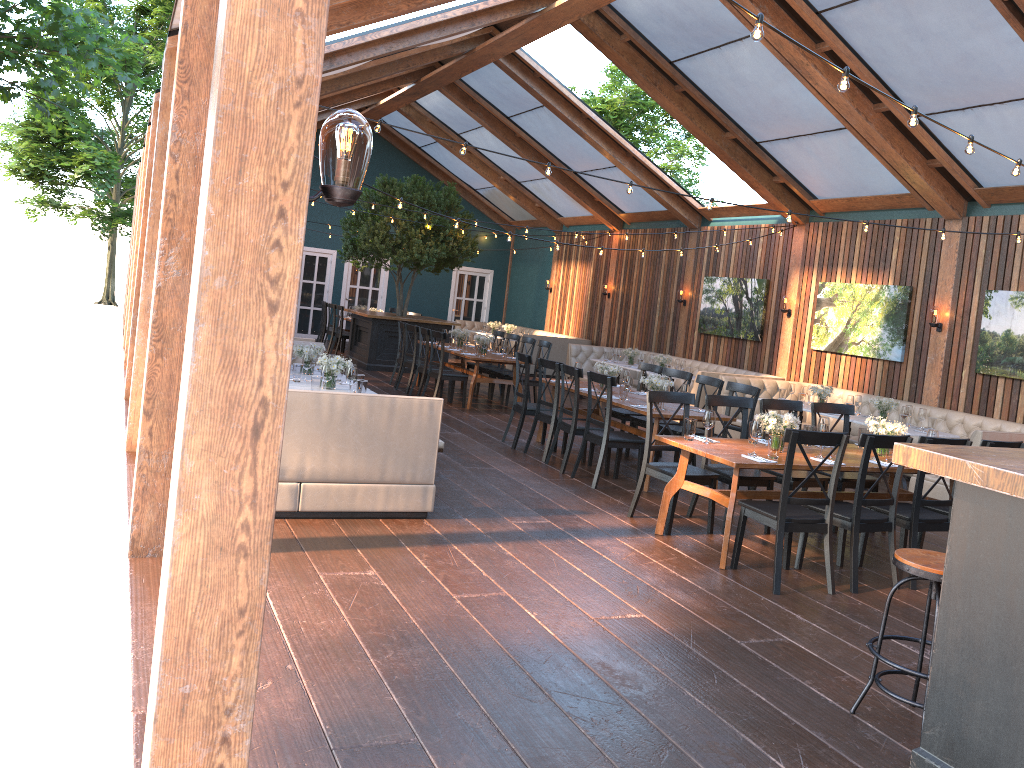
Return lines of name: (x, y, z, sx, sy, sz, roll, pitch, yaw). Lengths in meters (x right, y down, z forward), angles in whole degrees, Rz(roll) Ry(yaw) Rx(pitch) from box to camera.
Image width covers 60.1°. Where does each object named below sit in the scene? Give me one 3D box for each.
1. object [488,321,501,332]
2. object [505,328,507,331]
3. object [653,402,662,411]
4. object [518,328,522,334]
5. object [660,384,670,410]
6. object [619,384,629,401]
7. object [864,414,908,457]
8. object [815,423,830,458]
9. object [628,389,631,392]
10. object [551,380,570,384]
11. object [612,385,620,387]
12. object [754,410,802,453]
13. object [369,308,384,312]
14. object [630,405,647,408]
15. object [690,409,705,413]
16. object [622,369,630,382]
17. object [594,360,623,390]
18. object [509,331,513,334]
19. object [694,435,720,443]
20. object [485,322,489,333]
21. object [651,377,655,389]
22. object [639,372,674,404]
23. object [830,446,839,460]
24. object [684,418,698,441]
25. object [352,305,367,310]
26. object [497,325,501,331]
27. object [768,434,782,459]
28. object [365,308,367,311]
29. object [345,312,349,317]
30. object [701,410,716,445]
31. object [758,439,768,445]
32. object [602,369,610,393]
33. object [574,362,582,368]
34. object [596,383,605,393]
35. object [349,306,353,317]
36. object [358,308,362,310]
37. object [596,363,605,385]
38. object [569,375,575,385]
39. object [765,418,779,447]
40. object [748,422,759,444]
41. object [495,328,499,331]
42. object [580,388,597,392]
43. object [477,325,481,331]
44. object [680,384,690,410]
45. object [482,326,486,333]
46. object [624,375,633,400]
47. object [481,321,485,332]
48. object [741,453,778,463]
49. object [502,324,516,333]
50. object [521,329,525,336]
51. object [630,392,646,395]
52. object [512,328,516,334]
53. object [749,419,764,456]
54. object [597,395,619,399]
object: (-0.419, -1.325, 20.657, 0.330, 0.309, 0.336, 9, 5, 31)
object: (-0.121, -1.222, 20.296, 0.092, 0.244, 0.092, 8, 3, 24)
object: (1.354, 0.166, 8.223, 0.092, 0.158, 0.092, 7, 3, 2)
object: (0.182, -1.117, 19.611, 0.092, 0.244, 0.092, 8, 3, 24)
object: (1.434, 0.122, 8.323, 0.092, 0.244, 0.092, 7, 3, 18)
object: (1.102, 0.084, 8.744, 0.092, 0.158, 0.092, 7, 3, 2)
object: (2.901, 0.405, 6.883, 0.330, 0.309, 0.336, 9, 5, 31)
object: (2.245, 0.411, 6.403, 0.092, 0.244, 0.092, 7, 3, 18)
object: (1.273, 0.004, 9.713, 0.092, 0.158, 0.092, 7, 3, 2)
object: (0.557, -0.027, 9.905, 0.254, 0.019, 0.158, 4, 6, -24)
object: (1.166, 0.018, 10.143, 0.254, 0.019, 0.158, 4, 6, -24)
object: (1.938, 0.336, 6.470, 0.336, 0.309, 0.330, 7, 4, 8)
object: (-2.847, -1.444, 18.505, 0.328, 0.309, 0.338, 6, 4, -9)
object: (1.251, 0.211, 8.347, 0.254, 0.019, 0.158, 4, 6, -24)
object: (1.822, 0.255, 8.563, 0.254, 0.019, 0.158, 4, 6, -24)
object: (1.231, -0.032, 9.600, 0.092, 0.244, 0.092, 7, 3, 18)
object: (1.044, -0.096, 9.693, 0.329, 0.309, 0.337, 7, 4, 10)
object: (-0.027, -1.063, 19.268, 0.091, 0.158, 0.092, 4, 4, -38)
object: (1.448, 0.412, 6.606, 0.157, 0.019, 0.257, 4, 6, -24)
object: (-0.598, -1.327, 20.795, 0.092, 0.244, 0.092, 7, 3, 18)
object: (1.454, 0.041, 9.138, 0.092, 0.244, 0.092, 7, 3, 18)
object: (1.423, 0.048, 8.714, 0.337, 0.309, 0.329, 9, 5, 32)
object: (2.332, 0.469, 6.364, 0.092, 0.158, 0.092, 7, 3, 2)
object: (1.309, 0.336, 6.508, 0.092, 0.158, 0.092, 7, 3, 2)
object: (-3.325, -1.592, 19.419, 0.328, 0.309, 0.338, 5, 5, -26)
object: (-0.293, -1.220, 20.087, 0.092, 0.244, 0.092, 8, 3, 24)
object: (1.809, 0.435, 6.105, 0.092, 0.158, 0.092, 7, 3, 2)
object: (-3.307, -1.599, 19.826, 0.092, 0.244, 0.092, 7, 3, 18)
object: (-3.619, -1.553, 19.451, 0.092, 0.158, 0.092, 7, 3, 2)
object: (1.428, 0.313, 6.439, 0.092, 0.244, 0.092, 7, 3, 18)
object: (1.979, 0.448, 6.850, 0.157, 0.019, 0.257, 4, 6, -24)
object: (0.984, -0.031, 9.332, 0.092, 0.244, 0.092, 7, 3, 18)
object: (0.729, -0.118, 9.878, 0.092, 0.244, 0.092, 8, 3, 24)
object: (0.925, 0.015, 9.238, 0.092, 0.158, 0.092, 7, 3, 2)
object: (-3.560, -1.599, 19.545, 0.092, 0.244, 0.092, 7, 3, 18)
object: (-3.284, -1.516, 19.042, 0.092, 0.244, 0.092, 7, 3, 18)
object: (1.013, -0.113, 10.146, 0.092, 0.244, 0.092, 8, 3, 24)
object: (0.677, -0.070, 9.769, 0.092, 0.158, 0.092, 8, 3, 22)
object: (1.964, 0.351, 6.679, 0.092, 0.244, 0.092, 7, 3, 18)
object: (1.845, 0.374, 6.739, 0.092, 0.158, 0.092, 7, 3, 2)
object: (-0.352, -1.174, 19.993, 0.091, 0.158, 0.092, 4, 4, -38)
object: (0.809, 0.059, 9.365, 0.254, 0.019, 0.158, 4, 6, -24)
object: (-0.783, -1.334, 21.076, 0.091, 0.158, 0.092, 4, 4, -38)
object: (1.672, 0.122, 8.585, 0.092, 0.244, 0.092, 7, 3, 18)
object: (-0.656, -1.281, 20.701, 0.091, 0.158, 0.092, 4, 4, -38)
object: (1.161, 0.038, 8.838, 0.092, 0.244, 0.092, 7, 3, 18)
object: (-0.684, -1.360, 21.021, 0.092, 0.244, 0.092, 7, 3, 18)
object: (1.660, 0.499, 5.995, 0.157, 0.019, 0.257, 4, 6, -24)
object: (-0.070, -1.209, 19.904, 0.337, 0.309, 0.329, 8, 4, 18)
object: (0.228, -1.088, 19.381, 0.092, 0.244, 0.092, 8, 3, 24)
object: (1.389, 0.100, 9.592, 0.254, 0.019, 0.158, 4, 6, -24)
object: (0.031, -1.109, 19.362, 0.092, 0.244, 0.092, 8, 3, 24)
object: (1.697, 0.373, 6.157, 0.092, 0.244, 0.092, 7, 3, 18)
object: (0.986, 0.127, 8.871, 0.254, 0.019, 0.158, 4, 6, -24)
